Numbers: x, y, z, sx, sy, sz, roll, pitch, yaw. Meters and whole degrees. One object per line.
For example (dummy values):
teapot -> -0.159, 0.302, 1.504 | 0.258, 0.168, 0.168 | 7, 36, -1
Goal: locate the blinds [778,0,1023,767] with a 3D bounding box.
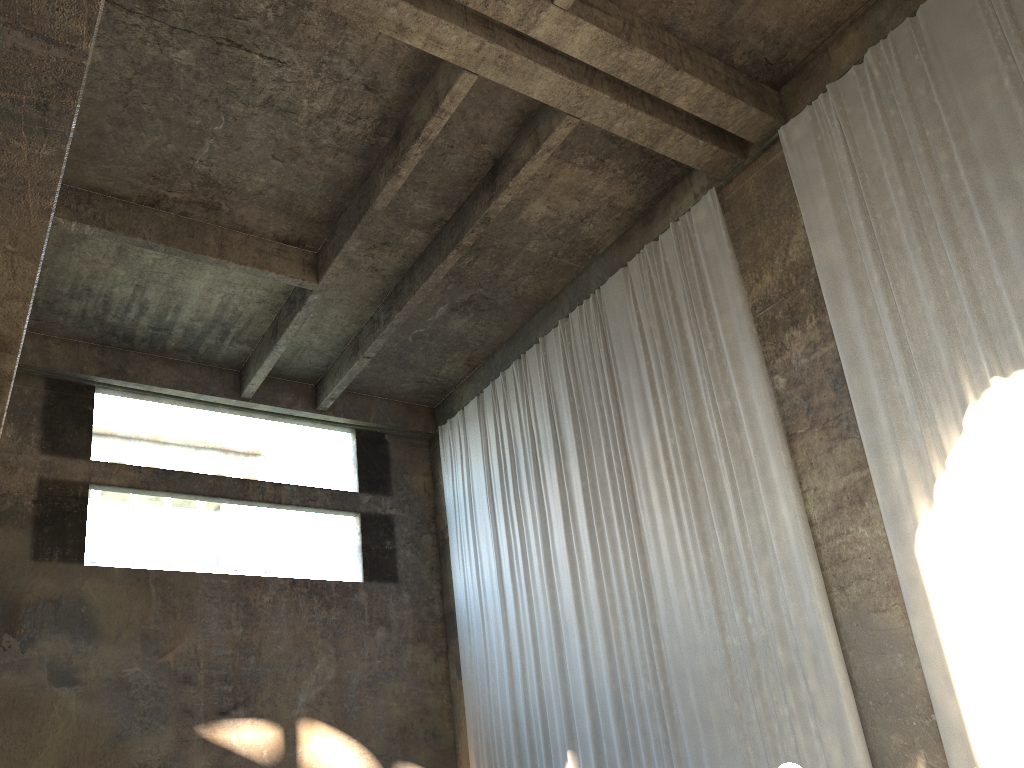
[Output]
blinds -> 5.815, -1.063, 6.411 | 0.277, 8.242, 8.142 | 7, -28, -31

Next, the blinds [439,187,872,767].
blinds -> 1.115, 2.904, 13.023 | 0.277, 8.242, 8.131 | 8, -28, -33

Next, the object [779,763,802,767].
object -> 2.210, 3.647, 6.883 | 0.570, 1.236, 0.690 | -6, -23, -3
